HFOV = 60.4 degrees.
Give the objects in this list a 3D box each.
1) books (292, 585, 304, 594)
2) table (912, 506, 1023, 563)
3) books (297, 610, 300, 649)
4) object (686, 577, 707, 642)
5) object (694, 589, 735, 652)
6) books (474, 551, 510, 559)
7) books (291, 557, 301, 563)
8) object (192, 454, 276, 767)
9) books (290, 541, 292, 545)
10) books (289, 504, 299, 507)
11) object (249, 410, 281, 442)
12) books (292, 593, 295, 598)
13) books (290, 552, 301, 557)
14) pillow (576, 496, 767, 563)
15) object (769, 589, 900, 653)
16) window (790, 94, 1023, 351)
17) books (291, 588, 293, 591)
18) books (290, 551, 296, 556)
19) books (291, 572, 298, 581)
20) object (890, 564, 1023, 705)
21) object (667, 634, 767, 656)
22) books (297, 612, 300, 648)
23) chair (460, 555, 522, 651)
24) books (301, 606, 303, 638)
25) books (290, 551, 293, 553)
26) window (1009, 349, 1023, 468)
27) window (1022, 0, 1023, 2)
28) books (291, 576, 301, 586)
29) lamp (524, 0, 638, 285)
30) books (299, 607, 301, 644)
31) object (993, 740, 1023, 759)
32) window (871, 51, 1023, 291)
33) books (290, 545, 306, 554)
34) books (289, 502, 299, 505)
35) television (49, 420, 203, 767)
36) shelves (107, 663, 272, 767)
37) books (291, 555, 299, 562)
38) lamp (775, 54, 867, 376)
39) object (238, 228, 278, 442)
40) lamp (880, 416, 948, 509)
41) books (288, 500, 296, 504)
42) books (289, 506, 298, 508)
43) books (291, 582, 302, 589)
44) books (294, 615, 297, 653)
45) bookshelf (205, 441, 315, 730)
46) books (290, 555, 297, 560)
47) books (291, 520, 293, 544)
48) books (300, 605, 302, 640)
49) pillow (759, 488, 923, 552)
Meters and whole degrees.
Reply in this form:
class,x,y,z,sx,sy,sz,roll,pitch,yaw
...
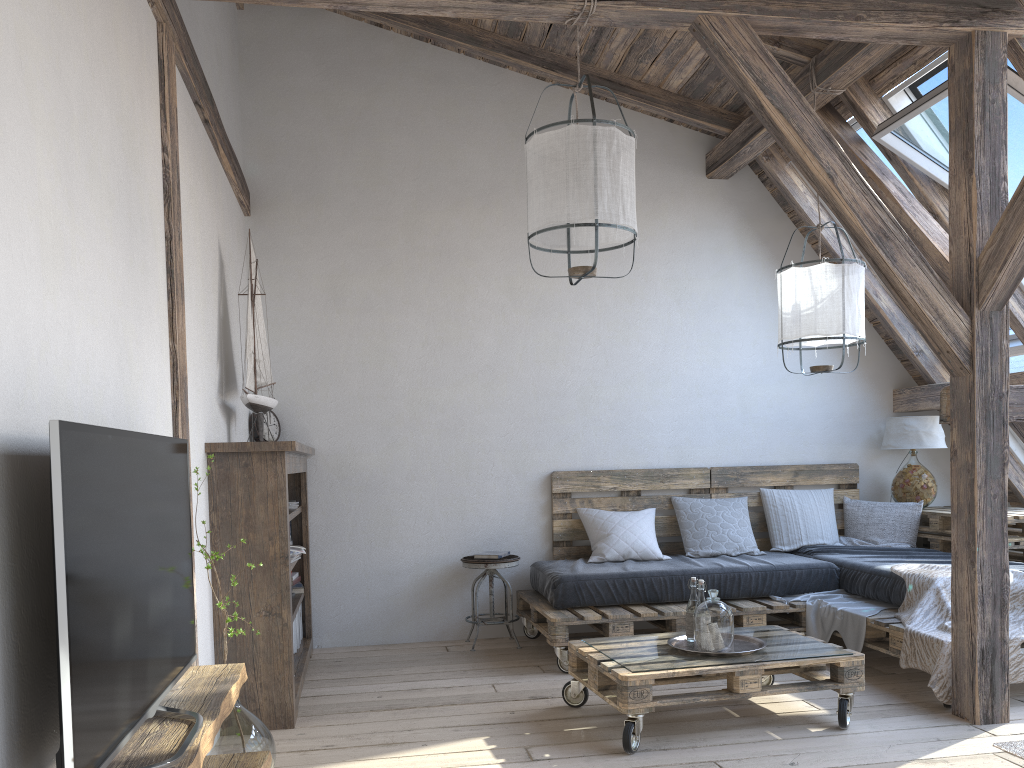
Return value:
class,x,y,z,sx,sy,sz,roll,pitch,yaw
books,-1.270,1.143,4.880,0.218,0.030,0.162,0,-5,-17
table,2.863,1.116,5.333,0.674,0.702,1.019,-1,-3,-10
books,-1.251,1.302,4.707,0.201,0.248,0.412,-1,-3,-10
object,0.770,0.940,3.647,0.071,0.268,0.154,-2,0,-10
object,0.799,0.936,3.485,0.155,0.247,0.156,-2,0,-42
books,-0.115,0.990,5.101,0.150,0.021,0.205,-3,-5,19
books,-1.141,0.847,4.211,0.204,0.009,0.259,-1,-5,-2
object,-0.967,0.794,2.955,0.275,1.122,0.515,-2,1,-23
books,-1.261,0.856,4.687,0.150,0.021,0.205,-1,-5,-6
books,-1.283,0.664,4.818,0.204,0.009,0.259,0,-5,-18
object,-1.396,0.243,4.979,0.082,0.209,0.204,-1,-1,26
books,-1.238,1.125,4.617,0.152,0.024,0.228,-1,-5,-1
books,-1.152,0.821,4.199,0.205,0.009,0.258,-2,-5,7
pillow,0.962,0.859,5.278,1.129,0.356,0.351,-1,-2,-10
object,1.743,1.243,4.595,0.504,0.277,0.711,0,-4,-26
window,2.268,-0.802,4.897,1.095,1.278,0.855,-1,0,-10
books,-1.242,1.102,4.623,0.159,0.023,0.212,-1,-5,-10
books,-1.149,0.813,4.211,0.204,0.009,0.259,-1,-5,-3
books,-1.278,1.069,4.873,0.157,0.021,0.219,-1,-5,-6
object,2.139,1.087,3.884,0.811,0.474,1.011,-3,-4,20
object,0.830,1.059,3.571,0.395,0.021,0.396,-2,-5,10
books,-1.227,1.317,4.733,0.157,0.220,0.017,-1,2,-10
chair,-0.119,1.263,5.130,0.353,0.521,0.354,-1,0,-6
books,-1.273,1.341,4.995,0.157,0.221,0.036,-1,2,-10
books,-1.160,0.804,4.200,0.204,0.009,0.259,-1,-5,-3
window,3.278,0.380,5.113,1.095,1.278,0.855,-1,0,-10
window,2.586,-0.970,3.085,1.095,1.278,0.855,-1,0,-10
books,-1.273,1.094,4.883,0.161,0.026,0.203,-1,-5,-2
lamp,0.244,-0.930,3.221,0.408,1.085,0.399,-1,1,31
books,-1.246,1.327,4.842,0.157,0.220,0.017,-1,2,-10
object,3.074,1.121,1.802,2.186,0.056,3.197,-1,-5,-10
window,2.472,-0.887,3.999,1.349,1.278,0.855,-1,0,-10
books,-1.143,0.789,4.255,0.221,0.088,0.262,1,-5,-30
books,-1.285,0.653,4.782,0.204,0.009,0.259,-1,-5,-3
television,-0.834,0.461,1.970,0.206,0.705,1.106,-2,-3,-10
shelves,-0.777,1.041,2.010,0.331,0.449,1.608,-1,-4,-10
books,-1.143,0.840,4.220,0.204,0.009,0.259,-1,-5,-5
lamp,1.468,-0.809,4.199,0.400,1.520,0.406,0,2,31
object,-1.198,-0.202,4.171,0.140,0.993,0.790,-2,-1,-5
lamp,2.455,0.871,5.768,0.389,1.286,0.823,-2,0,-24
books,-1.284,0.645,4.794,0.204,0.009,0.259,0,-5,-13
books,-1.280,0.672,4.804,0.204,0.009,0.259,0,-5,-15
books,-1.276,1.117,4.872,0.204,0.021,0.150,0,-5,-21
books,-1.215,1.311,4.636,0.157,0.212,0.090,-1,1,-10
bookshelf,-1.163,0.892,4.310,0.348,1.174,1.628,-2,-2,-10
books,-1.144,0.832,4.234,0.204,0.009,0.259,-1,-5,-8
books,-1.315,0.826,4.988,0.136,0.201,0.021,-1,2,-10
books,-1.270,1.338,4.967,0.157,0.220,0.021,-1,2,-10
pillow,2.039,0.836,5.498,0.968,0.400,0.387,-2,-1,6
